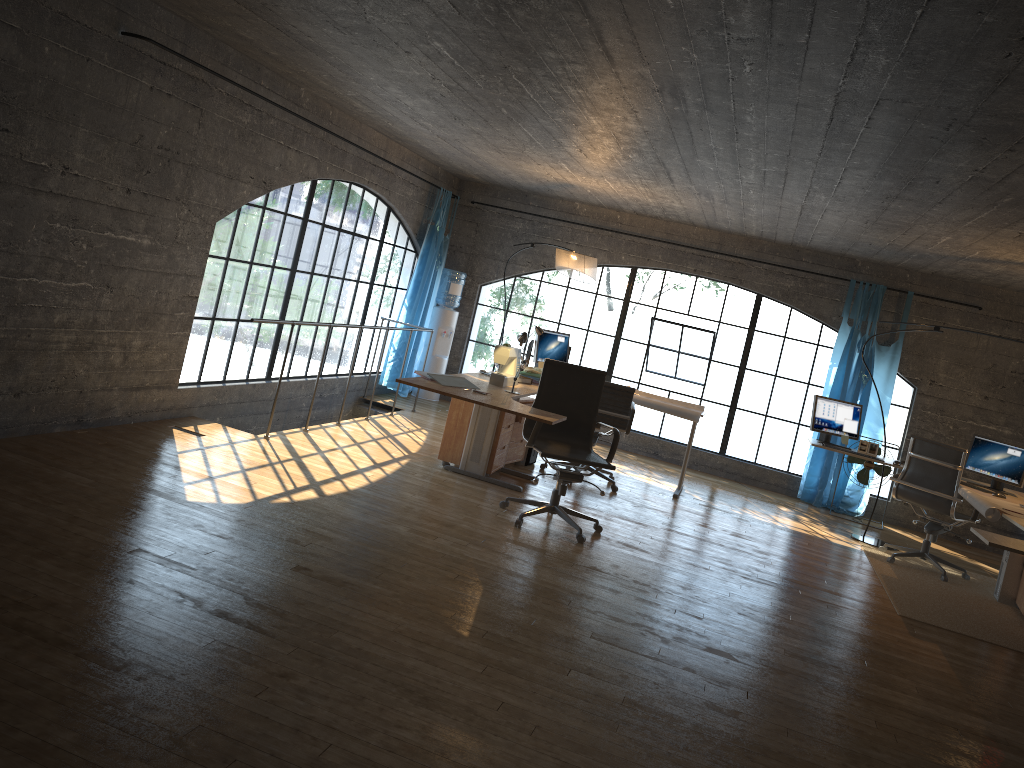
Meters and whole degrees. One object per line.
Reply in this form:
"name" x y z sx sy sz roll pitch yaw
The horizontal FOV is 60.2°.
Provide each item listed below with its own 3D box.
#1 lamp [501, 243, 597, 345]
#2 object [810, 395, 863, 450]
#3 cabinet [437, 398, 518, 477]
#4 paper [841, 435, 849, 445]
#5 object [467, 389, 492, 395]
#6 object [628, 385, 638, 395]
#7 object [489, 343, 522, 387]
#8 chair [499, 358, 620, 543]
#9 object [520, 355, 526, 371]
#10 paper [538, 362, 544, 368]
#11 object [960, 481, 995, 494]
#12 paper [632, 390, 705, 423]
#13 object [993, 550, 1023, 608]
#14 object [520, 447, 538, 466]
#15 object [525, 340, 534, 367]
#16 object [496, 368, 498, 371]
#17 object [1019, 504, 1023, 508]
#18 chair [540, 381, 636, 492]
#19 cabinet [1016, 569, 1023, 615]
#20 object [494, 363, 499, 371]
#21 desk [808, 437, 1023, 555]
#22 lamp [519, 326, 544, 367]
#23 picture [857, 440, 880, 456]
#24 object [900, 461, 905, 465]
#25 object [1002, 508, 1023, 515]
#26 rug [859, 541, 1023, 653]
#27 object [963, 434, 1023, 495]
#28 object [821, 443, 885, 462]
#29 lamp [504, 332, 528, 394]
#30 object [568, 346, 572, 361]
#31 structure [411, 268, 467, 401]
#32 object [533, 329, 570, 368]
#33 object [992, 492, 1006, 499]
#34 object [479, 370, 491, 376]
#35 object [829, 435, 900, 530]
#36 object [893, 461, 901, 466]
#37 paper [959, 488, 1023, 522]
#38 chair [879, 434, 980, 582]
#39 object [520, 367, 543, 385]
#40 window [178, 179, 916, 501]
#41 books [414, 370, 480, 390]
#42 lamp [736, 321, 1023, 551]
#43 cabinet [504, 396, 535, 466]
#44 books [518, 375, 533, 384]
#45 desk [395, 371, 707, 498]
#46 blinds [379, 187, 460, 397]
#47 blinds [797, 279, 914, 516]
"lamp" -0.517 -0.804 10.643 0.383 1.926 6.308 13 5 -20
"object" 2.783 0.329 7.596 0.467 0.390 0.288 12 2 -14
"cabinet" -0.252 0.372 6.689 0.428 0.571 0.424 14 2 13
"paper" 2.858 0.480 7.573 0.077 0.074 0.018 12 1 -14
"object" -0.206 0.048 5.377 0.143 0.013 0.127 15 6 18
"object" 1.093 0.055 8.016 0.158 0.064 0.054 12 3 -17
"object" -0.043 -0.139 6.200 0.137 0.283 0.402 14 4 15
"chair" 0.385 0.405 5.630 0.649 1.014 0.690 13 2 -15
"object" 0.076 -0.189 7.549 0.190 0.164 0.170 13 3 0
"paper" 0.260 -0.162 7.872 0.019 0.074 0.078 14 3 40
"object" 3.527 0.778 6.838 0.186 0.011 0.496 11 6 -20
"paper" 1.259 0.161 7.817 0.856 0.113 0.581 15 6 16
"object" 3.808 1.441 6.389 0.484 0.411 0.199 15 2 21
"object" -0.005 0.426 7.499 0.484 0.411 0.199 15 2 21
"object" 0.146 -0.264 7.868 0.084 0.277 0.086 13 1 -31
"object" -0.052 -0.150 7.059 0.134 0.128 0.039 14 1 11
"object" 3.591 0.843 6.099 0.053 0.064 0.161 12 5 -18
"chair" 0.643 0.367 7.351 0.653 0.857 0.686 13 2 2
"cabinet" 3.794 1.393 6.050 0.477 0.571 0.423 14 3 23
"object" -0.077 -0.148 6.952 0.098 0.135 0.156 11 4 -40
"desk" 3.586 1.299 5.670 3.278 0.737 3.465 15 6 15
"lamp" 0.147 -0.318 7.739 0.206 0.408 0.106 13 1 -17
"picture" 3.033 0.543 7.514 0.159 0.105 0.032 15 1 16
"object" 3.344 0.651 7.301 0.408 0.081 0.283 8 7 -43
"object" 3.256 0.830 5.734 0.127 0.009 0.012 16 5 29
"rug" 3.407 1.571 6.238 1.610 0.005 2.198 15 6 15
"object" 3.824 0.640 6.969 0.283 0.390 0.476 12 4 -35
"object" 2.806 0.562 7.284 0.493 0.011 0.187 15 6 16
"lamp" 0.047 -0.141 5.810 0.105 0.408 0.207 13 1 1
"object" 0.493 -0.222 8.249 0.085 0.277 0.084 14 1 17
"structure" -0.812 -0.563 9.958 0.330 1.474 0.324 14 1 36
"object" 0.354 -0.288 8.021 0.289 0.390 0.466 15 4 40
"object" 3.588 0.817 6.497 0.100 0.034 0.059 12 5 -10
"object" -0.162 -0.073 6.578 0.074 0.025 0.183 8 8 -45
"object" 3.460 0.924 8.658 0.494 0.801 0.578 14 2 20
"object" 3.114 0.639 7.138 0.059 0.034 0.100 15 6 25
"paper" 3.387 0.861 5.918 0.585 0.113 0.850 15 6 15
"chair" 3.338 0.957 7.021 0.678 1.014 0.661 12 3 -41
"object" 0.198 -0.071 6.857 0.257 0.130 0.252 15 5 18
"window" 0.306 -0.571 8.877 6.892 1.867 3.224 11 5 -24
"books" -0.407 -0.031 5.522 0.304 0.044 0.322 9 7 -40
"lamp" 2.635 0.126 8.857 0.382 1.927 6.319 13 5 -29
"cabinet" -0.093 0.358 7.182 0.476 0.571 0.423 14 3 23
"books" -0.006 -0.061 6.677 0.258 0.054 0.294 10 7 -34
"desk" 0.438 0.460 6.592 1.645 0.737 3.503 15 6 16
"blinds" -0.937 -0.986 9.567 0.263 2.281 0.943 13 1 11
"blinds" 3.439 0.134 8.792 0.670 2.294 0.257 13 0 11
